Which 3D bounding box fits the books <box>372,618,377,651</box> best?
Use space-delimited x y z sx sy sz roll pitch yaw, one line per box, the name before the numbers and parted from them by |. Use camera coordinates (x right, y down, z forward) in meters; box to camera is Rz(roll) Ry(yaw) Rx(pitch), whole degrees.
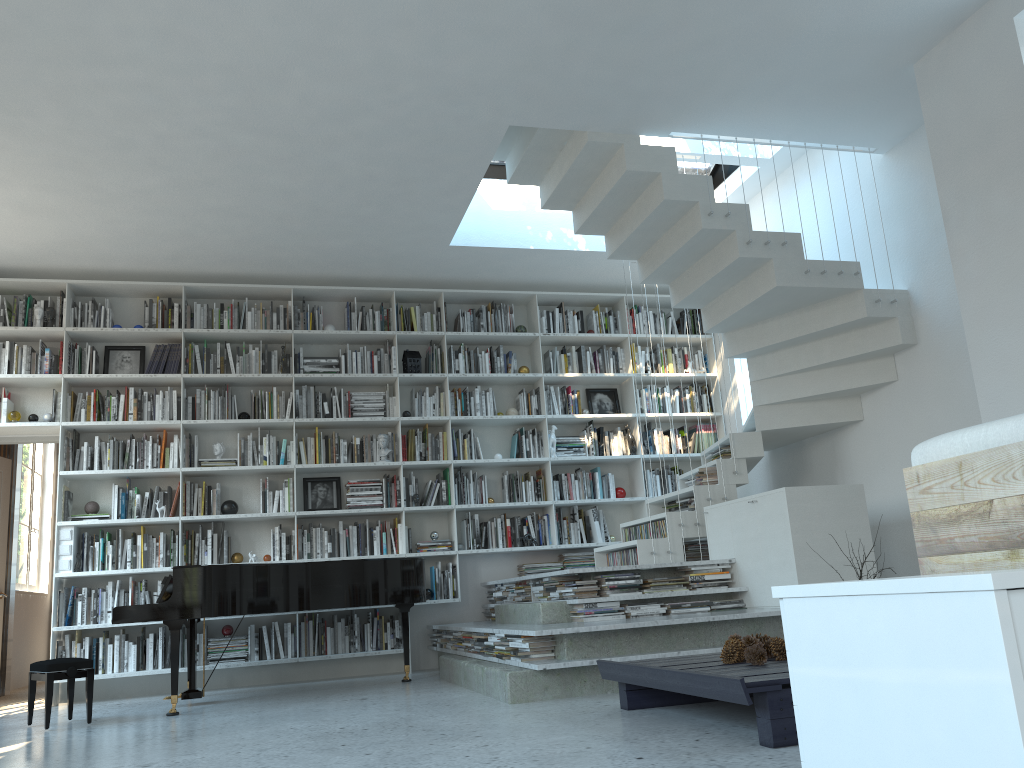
books | -1.088 1.965 6.971 0.044 0.250 0.187 0 -14 -16

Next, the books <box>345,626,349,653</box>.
books | -1.296 1.996 6.934 0.024 0.203 0.145 0 -14 -16

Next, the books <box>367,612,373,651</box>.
books | -1.118 1.948 6.977 0.011 0.292 0.184 0 -14 -16

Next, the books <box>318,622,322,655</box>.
books | -1.493 1.977 6.888 0.022 0.246 0.144 0 -14 -16

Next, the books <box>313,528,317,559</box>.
books | -1.569 1.276 7.046 0.024 0.247 0.132 0 -14 -16

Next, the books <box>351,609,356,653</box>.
books | -1.244 1.927 6.947 0.014 0.335 0.183 0 -14 -16

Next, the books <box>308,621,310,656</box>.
books | -1.578 1.973 6.874 0.010 0.258 0.131 0 -14 -16

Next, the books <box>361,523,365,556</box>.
books | -1.207 1.261 7.128 0.028 0.264 0.162 0 -14 -16

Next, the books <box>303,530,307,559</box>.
books | -1.636 1.278 7.002 0.027 0.233 0.168 0 -14 -16

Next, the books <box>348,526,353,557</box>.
books | -1.298 1.273 7.128 0.025 0.254 0.136 0 -14 -16

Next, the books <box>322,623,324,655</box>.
books | -1.475 1.980 6.889 0.012 0.238 0.129 0 -14 -16

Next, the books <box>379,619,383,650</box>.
books | -1.047 1.978 7.009 0.028 0.238 0.140 0 -14 -16

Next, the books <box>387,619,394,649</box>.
books | -0.964 1.982 7.027 0.028 0.227 0.162 0 -14 -16

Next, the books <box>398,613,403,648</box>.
books | -0.853 1.944 6.992 0.038 0.268 0.278 0 -14 -16

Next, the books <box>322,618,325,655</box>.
books | -1.466 1.963 6.900 0.012 0.275 0.155 0 -14 -16

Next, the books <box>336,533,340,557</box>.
books | -1.389 1.294 7.066 0.023 0.196 0.165 0 -14 -16

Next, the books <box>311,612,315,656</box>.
books | -1.542 1.930 6.874 0.012 0.336 0.144 0 -14 -16

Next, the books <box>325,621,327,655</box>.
books | -1.454 1.973 6.902 0.012 0.254 0.151 0 -14 -16

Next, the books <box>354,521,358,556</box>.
books | -1.254 1.257 7.142 0.014 0.285 0.135 0 -14 -16

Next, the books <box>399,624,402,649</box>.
books | -0.897 2.003 7.038 0.023 0.181 0.149 0 -14 -16

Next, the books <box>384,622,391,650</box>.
books | -0.984 1.990 7.007 0.022 0.204 0.191 0 -14 -16

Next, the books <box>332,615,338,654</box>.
books | -1.380 1.952 6.921 0.026 0.293 0.155 0 -14 -16

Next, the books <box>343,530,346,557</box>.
books | -1.347 1.288 7.102 0.025 0.220 0.140 0 -14 -16

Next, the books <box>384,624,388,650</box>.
books | -1.008 1.999 7.009 0.024 0.190 0.155 0 -14 -16

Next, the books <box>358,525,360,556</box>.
books | -1.239 1.272 7.135 0.011 0.251 0.159 0 -14 -16

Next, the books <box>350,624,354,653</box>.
books | -1.260 1.989 6.937 0.022 0.212 0.167 0 -14 -16

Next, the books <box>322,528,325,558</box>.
books | -1.508 1.277 7.060 0.021 0.244 0.142 0 -14 -16

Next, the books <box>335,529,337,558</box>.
books | -1.411 1.281 7.076 0.013 0.229 0.139 0 -14 -16

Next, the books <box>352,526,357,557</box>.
books | -1.266 1.271 7.109 0.026 0.244 0.191 0 -14 -16

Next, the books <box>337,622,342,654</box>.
books | -1.352 1.982 6.925 0.030 0.234 0.138 0 -14 -16

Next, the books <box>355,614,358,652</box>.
books | -1.230 1.951 6.947 0.014 0.287 0.185 0 -14 -16

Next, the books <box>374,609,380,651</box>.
books | -1.063 1.934 6.990 0.013 0.316 0.187 0 -14 -16

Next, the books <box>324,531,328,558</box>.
books | -1.480 1.285 7.042 0.023 0.217 0.175 0 -14 -16

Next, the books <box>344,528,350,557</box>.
books | -1.320 1.278 7.105 0.031 0.236 0.159 0 -14 -16

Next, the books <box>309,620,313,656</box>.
books | -1.560 1.969 6.870 0.025 0.263 0.145 0 -14 -16

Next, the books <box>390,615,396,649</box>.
books | -0.943 1.966 7.028 0.013 0.255 0.177 0 -14 -16

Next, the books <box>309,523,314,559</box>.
books | -1.597 1.257 7.049 0.027 0.290 0.141 0 -14 -16

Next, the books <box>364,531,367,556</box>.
books | -1.185 1.295 7.141 0.021 0.202 0.128 0 -14 -16

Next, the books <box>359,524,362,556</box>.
books | -1.227 1.265 7.129 0.010 0.261 0.181 0 -14 -16

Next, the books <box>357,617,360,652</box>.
books | -1.215 1.967 6.964 0.024 0.261 0.132 0 -14 -16

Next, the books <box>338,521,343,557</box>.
books | -1.372 1.251 7.095 0.026 0.291 0.152 0 -14 -16

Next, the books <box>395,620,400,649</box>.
books | -0.920 1.983 7.024 0.029 0.217 0.191 0 -14 -16

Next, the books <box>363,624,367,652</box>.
books | -1.152 1.988 6.951 0.010 0.205 0.180 0 -14 -16

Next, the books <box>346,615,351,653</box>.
books | -1.278 1.953 6.936 0.013 0.284 0.185 0 -14 -16

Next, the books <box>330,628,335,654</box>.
books | -1.406 2.002 6.913 0.030 0.196 0.143 0 -14 -16

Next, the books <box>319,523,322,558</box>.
books | -1.521 1.254 7.042 0.013 0.281 0.166 0 -14 -16

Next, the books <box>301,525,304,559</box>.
books | -1.659 1.260 7.011 0.011 0.274 0.146 0 -14 -16

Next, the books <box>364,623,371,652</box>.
books | -1.134 1.987 6.962 0.029 0.209 0.171 0 -14 -16

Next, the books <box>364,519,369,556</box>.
books | -1.170 1.247 7.147 0.012 0.296 0.178 0 -14 -16

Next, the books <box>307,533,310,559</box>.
books | -1.614 1.293 7.017 0.024 0.208 0.170 0 -14 -16

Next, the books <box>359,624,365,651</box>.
books | -1.185 1.993 6.975 0.040 0.212 0.129 0 -14 -16

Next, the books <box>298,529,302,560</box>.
books | -1.679 1.277 7.009 0.029 0.243 0.154 0 -14 -16

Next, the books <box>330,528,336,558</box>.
books | -1.429 1.275 7.062 0.029 0.237 0.166 0 -14 -16

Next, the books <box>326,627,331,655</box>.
books | -1.427 1.990 6.878 0.028 0.206 0.175 0 -14 -16

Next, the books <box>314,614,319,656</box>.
books | -1.519 1.943 6.878 0.034 0.310 0.170 0 -14 -16

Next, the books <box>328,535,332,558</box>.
books | -1.453 1.300 7.041 0.029 0.183 0.175 0 -14 -16

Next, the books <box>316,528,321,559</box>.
books | -1.540 1.273 7.036 0.027 0.245 0.179 0 -14 -16

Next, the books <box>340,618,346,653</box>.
books | -1.324 1.969 6.935 0.028 0.260 0.133 0 -14 -16

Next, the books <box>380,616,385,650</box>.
books | -1.025 1.964 7.002 0.011 0.257 0.172 0 -14 -16
